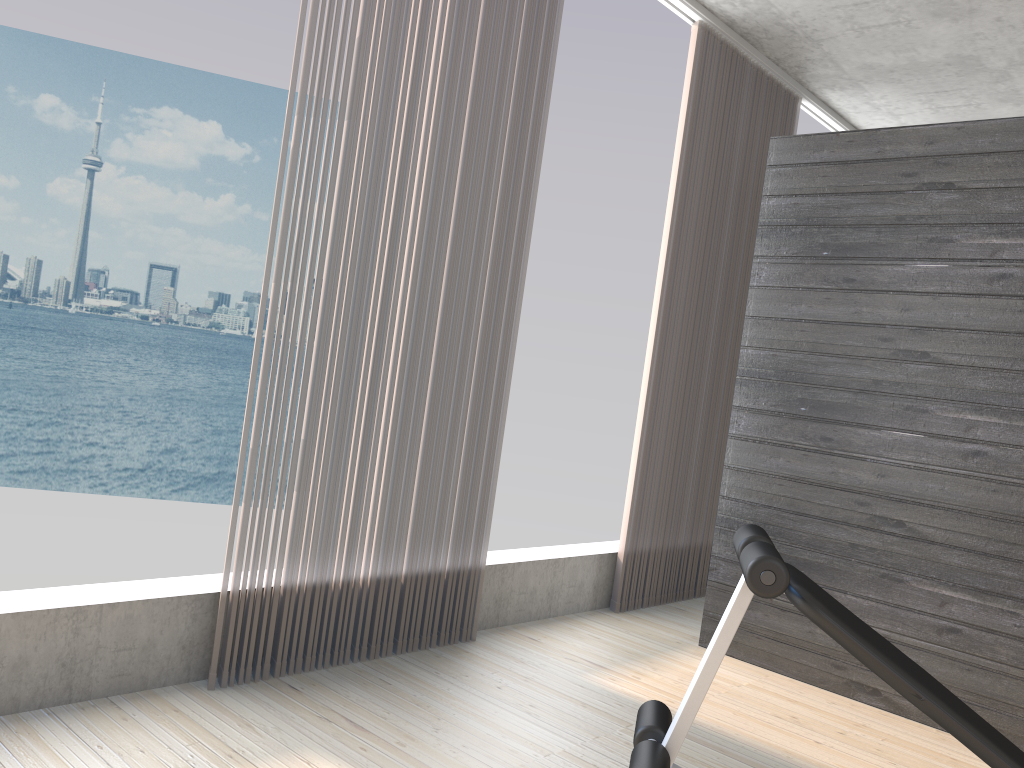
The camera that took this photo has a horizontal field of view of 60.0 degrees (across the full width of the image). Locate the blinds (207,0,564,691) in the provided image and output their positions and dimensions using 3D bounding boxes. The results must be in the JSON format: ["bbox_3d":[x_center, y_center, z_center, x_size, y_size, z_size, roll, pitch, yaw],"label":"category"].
[{"bbox_3d":[-0.326,-0.436,2.964,0.069,2.744,1.133,8,1,42],"label":"blinds"}]

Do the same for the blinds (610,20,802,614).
[{"bbox_3d":[1.019,-0.265,4.480,0.069,2.744,1.133,8,1,42],"label":"blinds"}]

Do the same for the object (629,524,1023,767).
[{"bbox_3d":[0.891,0.752,1.786,1.312,0.746,0.505,8,1,11],"label":"object"}]
